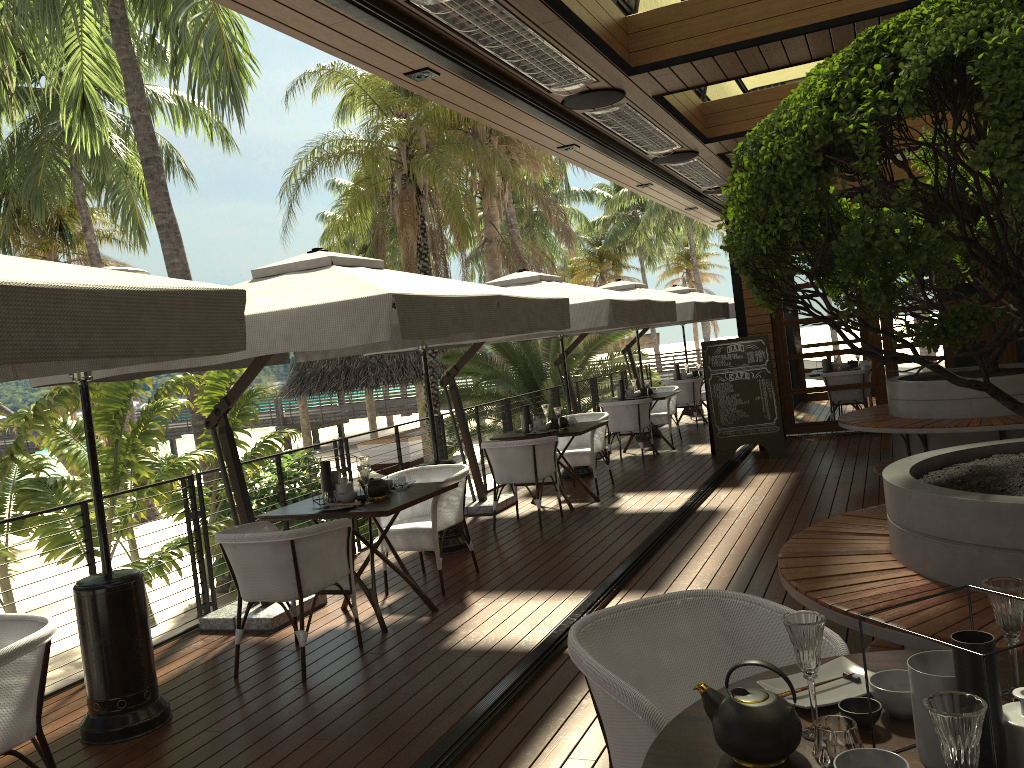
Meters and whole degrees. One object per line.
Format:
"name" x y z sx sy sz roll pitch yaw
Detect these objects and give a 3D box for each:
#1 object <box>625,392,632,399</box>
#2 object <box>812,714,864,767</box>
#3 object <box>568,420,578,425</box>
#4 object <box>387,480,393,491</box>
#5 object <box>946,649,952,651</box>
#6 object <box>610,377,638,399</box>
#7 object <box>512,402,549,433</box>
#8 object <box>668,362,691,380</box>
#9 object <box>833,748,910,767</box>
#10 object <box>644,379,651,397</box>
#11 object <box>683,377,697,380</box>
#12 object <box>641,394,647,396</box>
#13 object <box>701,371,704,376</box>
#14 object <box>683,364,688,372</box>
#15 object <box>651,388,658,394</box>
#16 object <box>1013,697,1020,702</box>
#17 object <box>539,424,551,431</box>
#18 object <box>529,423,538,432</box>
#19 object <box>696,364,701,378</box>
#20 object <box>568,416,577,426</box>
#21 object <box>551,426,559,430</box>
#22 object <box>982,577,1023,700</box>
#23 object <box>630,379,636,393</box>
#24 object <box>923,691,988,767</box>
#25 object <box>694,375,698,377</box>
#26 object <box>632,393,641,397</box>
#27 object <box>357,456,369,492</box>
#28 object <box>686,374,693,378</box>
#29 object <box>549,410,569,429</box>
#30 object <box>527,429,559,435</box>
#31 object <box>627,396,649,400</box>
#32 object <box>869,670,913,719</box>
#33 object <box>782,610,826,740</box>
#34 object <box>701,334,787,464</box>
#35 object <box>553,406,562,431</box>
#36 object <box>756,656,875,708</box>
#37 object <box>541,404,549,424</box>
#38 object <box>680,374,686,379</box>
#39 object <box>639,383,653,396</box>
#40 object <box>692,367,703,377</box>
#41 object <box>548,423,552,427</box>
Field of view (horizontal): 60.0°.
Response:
"object" 1.520 0.152 11.603 0.086 0.086 0.086 -6 2 28
"object" 0.572 0.637 1.556 0.086 0.086 0.087 -6 2 34
"object" 0.509 0.401 8.975 0.294 0.025 0.170 -6 2 23
"object" -0.819 0.660 5.713 0.116 0.065 0.116 -6 2 22
"object" 0.896 0.590 1.788 0.086 0.086 0.086 -6 2 25
"object" 1.497 0.058 11.822 0.264 0.264 0.263 -7 2 -22
"object" 0.184 0.330 8.715 0.264 0.264 0.263 -7 2 -22
"object" 2.822 -0.216 14.958 0.264 0.264 0.263 -7 2 -22
"object" 0.587 0.650 1.442 0.116 0.065 0.116 -7 2 -17
"object" 1.754 0.055 11.472 0.082 0.227 0.082 -6 1 24
"object" 2.939 -0.095 14.552 0.294 0.025 0.170 -6 2 23
"object" 1.721 0.153 11.541 0.080 0.042 0.080 -6 2 15
"object" 3.233 -0.179 15.025 0.086 0.086 0.086 -6 2 28
"object" 2.984 -0.228 15.157 0.082 0.227 0.082 -6 1 24
"object" 1.908 0.095 11.890 0.086 0.086 0.086 -6 2 28
"object" 0.973 0.609 1.638 0.080 0.042 0.080 -6 2 13
"object" 0.317 0.422 8.472 0.116 0.065 0.116 -6 2 22
"object" 0.207 0.423 8.496 0.086 0.086 0.086 -6 2 28
"object" 3.079 -0.219 14.608 0.082 0.227 0.082 -6 1 24
"object" 0.596 0.367 8.782 0.086 0.086 0.086 -6 2 28
"object" 0.408 0.424 8.434 0.080 0.042 0.080 -7 2 -15
"object" 0.991 0.506 1.760 0.082 0.227 0.082 -7 1 -15
"object" 1.659 0.046 12.021 0.082 0.227 0.082 -6 1 24
"object" 0.644 0.565 1.265 0.082 0.227 0.082 -7 1 -15
"object" 3.046 -0.121 14.677 0.080 0.042 0.080 -7 2 -8
"object" 1.629 0.151 11.579 0.116 0.065 0.116 -6 2 27
"object" -0.963 0.588 5.816 0.082 0.227 0.082 -6 1 24
"object" 2.954 -0.123 14.715 0.116 0.065 0.116 -6 2 27
"object" 0.463 0.342 8.595 0.163 0.179 0.168 -6 2 25
"object" 0.302 0.450 8.309 0.294 0.025 0.170 -6 2 23
"object" 1.614 0.179 11.416 0.294 0.025 0.170 -6 2 23
"object" 0.769 0.617 1.750 0.116 0.065 0.116 -7 2 6
"object" 0.571 0.558 1.699 0.082 0.227 0.082 -8 1 -32
"object" 2.676 0.157 10.365 0.768 1.396 0.772 -7 1 8
"object" 0.441 0.327 8.365 0.082 0.227 0.082 -7 1 12
"object" 0.647 0.647 1.885 0.295 0.025 0.170 -8 2 -21
"object" 0.346 0.318 8.914 0.082 0.227 0.082 -6 1 24
"object" 2.845 -0.122 14.739 0.086 0.086 0.086 -6 2 28
"object" 1.775 0.071 11.706 0.168 0.179 0.163 -6 2 21
"object" 3.100 -0.203 14.842 0.168 0.179 0.163 -6 2 21
"object" 0.399 0.410 8.849 0.080 0.042 0.080 -7 2 -15
